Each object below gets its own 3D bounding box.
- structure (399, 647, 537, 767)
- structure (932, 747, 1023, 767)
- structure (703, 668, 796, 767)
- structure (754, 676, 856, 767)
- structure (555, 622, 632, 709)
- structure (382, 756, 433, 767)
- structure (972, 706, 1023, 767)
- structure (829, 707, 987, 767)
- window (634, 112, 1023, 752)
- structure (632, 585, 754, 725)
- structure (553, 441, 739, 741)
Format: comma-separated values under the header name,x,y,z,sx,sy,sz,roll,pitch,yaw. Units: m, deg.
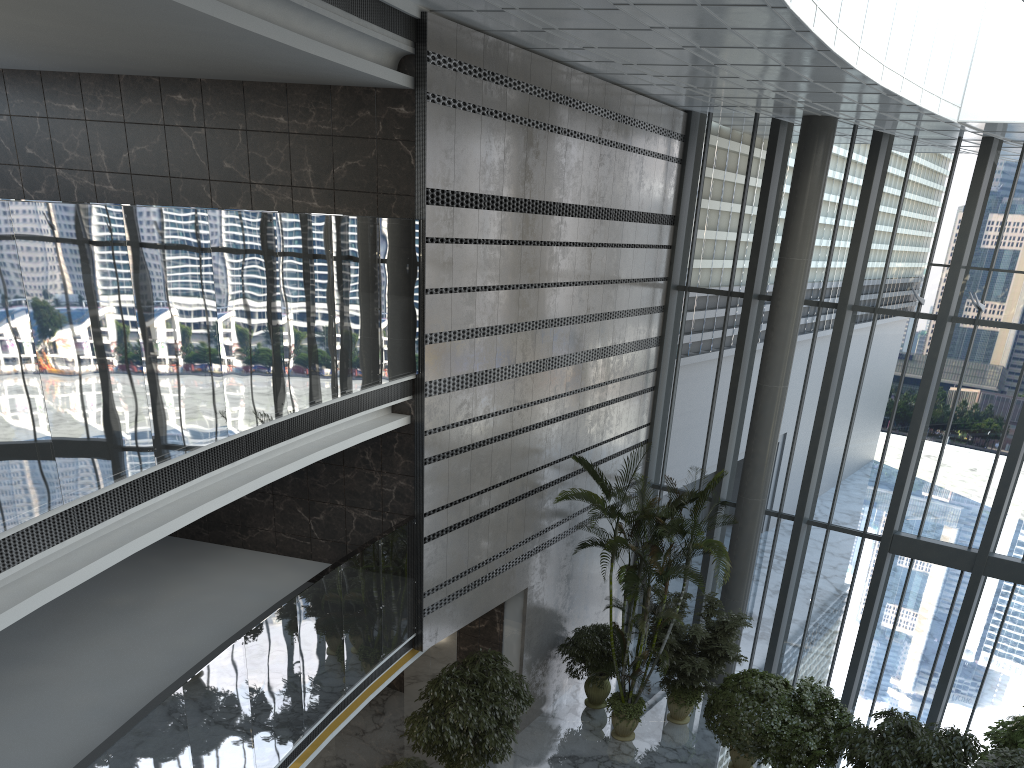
name,x,y,z,sx,sy,sz,roll,pitch,yaw
structure,-0.572,4.700,11.649,2.027,2.177,1.480,-5,21,-27
structure,5.275,5.384,9.567,2.173,2.569,2.186,9,19,17
structure,3.570,5.024,12.723,1.441,1.775,1.442,3,18,-1
structure,3.993,5.024,11.911,1.370,2.166,1.134,-9,24,-31
structure,1.339,4.618,14.063,1.409,1.704,1.017,-2,20,-16
structure,-1.316,5.214,10.557,1.118,1.464,1.142,20,25,41
structure,7.041,5.041,10.236,3.511,3.265,3.105,19,23,41
structure,5.159,5.257,11.394,1.644,2.086,1.827,-6,20,-26
window,2.523,1.506,6.515,18.290,11.086,12.628,-10,21,-43
structure,2.816,4.386,13.717,1.826,2.529,1.727,9,20,15
structure,1.891,3.237,12.584,2.377,5.127,2.355,18,26,34
